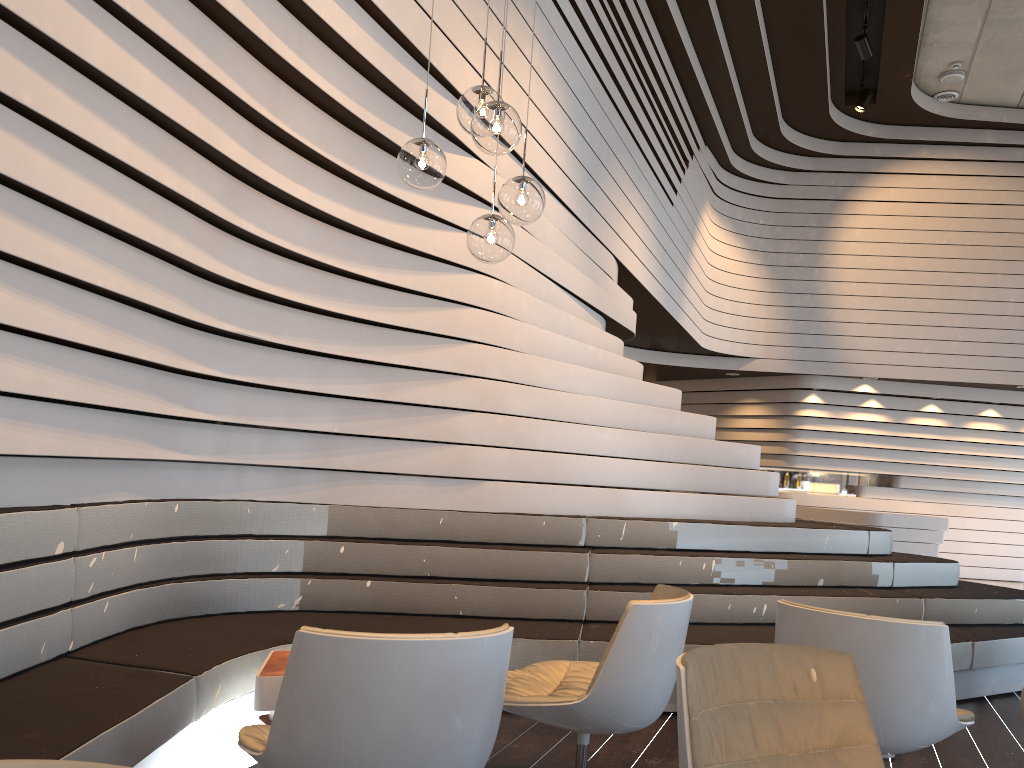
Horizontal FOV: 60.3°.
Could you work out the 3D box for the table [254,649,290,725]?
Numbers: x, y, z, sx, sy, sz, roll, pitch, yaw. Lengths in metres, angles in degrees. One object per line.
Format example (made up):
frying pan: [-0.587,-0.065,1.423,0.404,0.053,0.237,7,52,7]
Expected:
table: [-0.618,1.258,3.462,0.905,0.370,0.415,7,-4,-32]

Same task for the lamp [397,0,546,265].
lamp: [0.035,-2.780,2.942,0.531,4.714,0.333,4,1,-17]

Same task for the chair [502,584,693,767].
chair: [0.253,1.089,3.124,0.711,0.766,0.657,3,-2,20]

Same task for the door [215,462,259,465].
door: [-1.855,0.617,6.659,0.972,2.105,0.162,4,1,21]

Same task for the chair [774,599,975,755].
chair: [1.256,1.161,3.137,0.658,0.766,0.710,3,-3,37]

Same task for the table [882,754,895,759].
table: [1.381,1.450,3.991,0.905,0.370,0.415,5,-3,-7]

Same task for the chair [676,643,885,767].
chair: [0.676,0.996,1.854,0.656,0.766,0.713,5,-2,-29]

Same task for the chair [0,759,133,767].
chair: [-0.561,0.799,0.722,0.658,0.766,0.711,3,-2,28]

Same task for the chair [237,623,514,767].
chair: [-0.360,0.967,2.306,0.656,0.766,0.713,5,-2,-25]

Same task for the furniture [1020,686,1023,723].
furniture: [3.256,1.395,3.856,1.770,0.722,1.280,7,-5,-34]
